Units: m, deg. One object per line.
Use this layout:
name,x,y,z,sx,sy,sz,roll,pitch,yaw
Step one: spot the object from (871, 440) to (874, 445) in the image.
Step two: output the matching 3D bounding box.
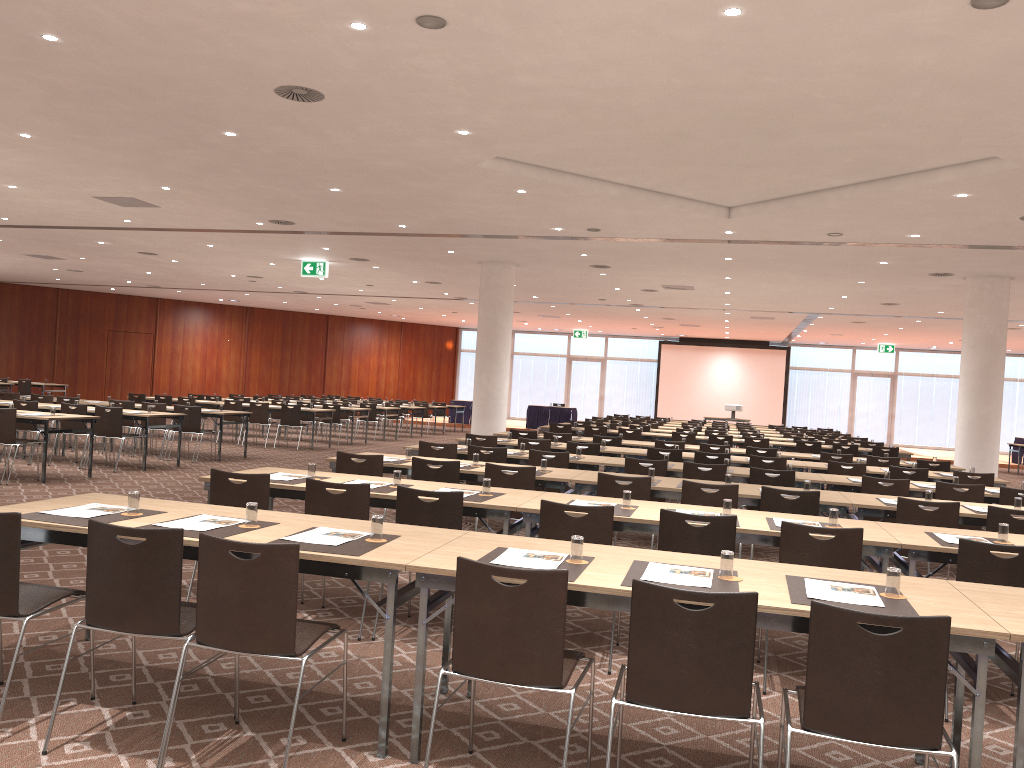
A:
object,7.383,1.197,18.167,0.054,0.114,0.054,3,0,-20

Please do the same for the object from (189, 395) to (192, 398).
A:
object,-7.106,0.304,19.609,0.054,0.114,0.054,3,1,-43

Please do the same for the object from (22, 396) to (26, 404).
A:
object,-7.761,0.253,14.110,0.054,0.114,0.054,3,0,-20

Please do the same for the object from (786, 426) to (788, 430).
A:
object,7.537,1.218,24.307,0.054,0.114,0.054,3,1,-43

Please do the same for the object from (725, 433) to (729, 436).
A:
object,4.097,0.992,16.907,0.054,0.114,0.054,3,0,-20

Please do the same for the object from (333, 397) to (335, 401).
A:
object,-5.070,0.440,25.289,0.054,0.114,0.054,3,0,-20

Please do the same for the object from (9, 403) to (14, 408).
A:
object,-6.654,0.317,11.787,0.054,0.114,0.054,4,0,25

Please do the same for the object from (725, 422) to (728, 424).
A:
object,5.969,1.122,24.686,0.054,0.114,0.054,3,1,-43

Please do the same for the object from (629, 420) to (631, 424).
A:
object,2.832,0.922,21.335,0.054,0.114,0.054,3,1,-43

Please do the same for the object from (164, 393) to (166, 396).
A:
object,-7.734,0.265,19.763,0.054,0.114,0.054,3,1,-43

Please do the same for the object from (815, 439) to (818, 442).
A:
object,5.668,1.088,16.529,0.054,0.114,0.054,3,1,-43

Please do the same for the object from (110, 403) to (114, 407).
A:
object,-6.196,0.349,13.738,0.054,0.114,0.054,4,0,2

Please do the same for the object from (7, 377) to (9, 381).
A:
object,-14.496,-0.142,25.515,0.054,0.114,0.054,3,0,-20

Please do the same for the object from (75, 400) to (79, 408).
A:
object,-6.820,0.311,13.885,0.054,0.114,0.054,4,0,2

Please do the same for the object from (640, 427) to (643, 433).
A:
object,2.519,0.895,17.280,0.054,0.114,0.054,3,1,-43

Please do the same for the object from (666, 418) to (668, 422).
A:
object,4.390,1.025,25.069,0.054,0.114,0.054,3,1,-43

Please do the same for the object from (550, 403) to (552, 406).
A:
object,1.376,0.722,31.301,0.054,0.114,0.054,4,0,25

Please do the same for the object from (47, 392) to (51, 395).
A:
object,-8.545,0.209,16.367,0.054,0.114,0.054,3,1,-43

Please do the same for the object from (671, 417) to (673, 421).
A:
object,4.867,1.058,27.012,0.054,0.114,0.054,3,1,-43

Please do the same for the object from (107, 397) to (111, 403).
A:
object,-7.299,0.285,16.065,0.054,0.114,0.054,3,1,-43

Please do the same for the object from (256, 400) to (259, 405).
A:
object,-5.528,0.401,19.240,0.054,0.114,0.054,3,0,-20

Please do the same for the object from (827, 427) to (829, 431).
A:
object,9.257,1.328,25.948,0.054,0.114,0.054,3,0,-20

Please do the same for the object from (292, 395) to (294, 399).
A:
object,-6.326,0.363,25.592,0.054,0.114,0.054,3,0,-20

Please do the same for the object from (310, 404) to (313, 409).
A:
object,-4.281,0.477,18.924,0.054,0.114,0.054,3,0,-20

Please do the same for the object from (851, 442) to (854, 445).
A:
object,6.286,1.126,16.375,0.054,0.114,0.054,3,1,-43

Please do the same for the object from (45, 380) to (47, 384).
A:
object,-13.247,-0.066,25.209,0.054,0.114,0.054,3,0,-20

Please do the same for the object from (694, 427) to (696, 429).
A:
object,3.924,0.985,19.010,0.054,0.114,0.054,3,0,-20

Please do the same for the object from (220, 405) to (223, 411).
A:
object,-5.085,0.421,15.520,0.054,0.114,0.054,4,0,2

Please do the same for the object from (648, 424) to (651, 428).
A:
object,2.979,0.927,19.238,0.054,0.114,0.054,3,0,-20

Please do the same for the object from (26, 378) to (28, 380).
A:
object,-13.881,-0.104,25.373,0.054,0.114,0.054,3,0,-20

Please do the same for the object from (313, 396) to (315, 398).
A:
object,-5.692,0.402,25.439,0.054,0.114,0.054,3,0,-20

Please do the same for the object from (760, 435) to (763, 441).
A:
object,4.718,1.030,16.753,0.054,0.114,0.054,3,0,-20

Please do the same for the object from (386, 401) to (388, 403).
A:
object,-3.500,0.537,24.904,0.054,0.114,0.054,4,0,2

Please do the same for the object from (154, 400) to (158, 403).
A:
object,-6.356,0.343,15.833,0.054,0.114,0.054,4,0,2

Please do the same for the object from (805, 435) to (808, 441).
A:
object,6.128,1.120,18.464,0.054,0.114,0.054,3,1,-43

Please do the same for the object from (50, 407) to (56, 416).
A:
object,-6.021,0.356,11.632,0.054,0.114,0.054,4,0,25

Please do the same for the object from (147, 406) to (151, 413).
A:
object,-5.552,0.389,13.575,0.054,0.114,0.054,4,0,2

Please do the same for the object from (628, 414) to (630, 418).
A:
object,3.595,0.980,27.310,0.054,0.114,0.054,3,0,-20

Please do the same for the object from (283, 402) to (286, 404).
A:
object,-4.897,0.439,19.085,0.054,0.114,0.054,3,0,-20

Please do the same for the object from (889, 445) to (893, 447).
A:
object,6.928,1.165,16.215,0.054,0.114,0.054,3,0,-20

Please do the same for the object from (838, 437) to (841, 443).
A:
object,6.769,1.160,18.321,0.054,0.114,0.054,3,1,-43

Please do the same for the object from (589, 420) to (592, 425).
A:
object,1.729,0.850,19.542,0.054,0.114,0.054,3,0,-20

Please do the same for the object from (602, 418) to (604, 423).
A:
object,2.194,0.883,21.476,0.054,0.114,0.054,3,0,-20

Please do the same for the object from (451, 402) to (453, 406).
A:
object,-1.929,0.641,28.650,0.054,0.114,0.054,4,0,2

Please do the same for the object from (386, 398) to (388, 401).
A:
object,-4.126,0.506,29.179,0.054,0.114,0.054,3,0,-20

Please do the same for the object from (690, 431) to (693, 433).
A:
object,3.459,0.952,17.050,0.054,0.114,0.054,3,0,-20

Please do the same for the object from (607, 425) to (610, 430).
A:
object,1.889,0.856,17.447,0.054,0.114,0.054,3,1,-43

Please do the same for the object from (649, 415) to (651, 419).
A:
object,4.225,1.019,27.166,0.054,0.114,0.054,3,1,-43

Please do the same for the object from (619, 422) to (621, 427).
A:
object,2.360,0.889,19.377,0.054,0.114,0.054,3,0,-20

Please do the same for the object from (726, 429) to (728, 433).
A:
object,4.564,1.024,18.845,0.054,0.114,0.054,3,0,-20

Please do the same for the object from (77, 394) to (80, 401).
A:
object,-7.922,0.247,16.205,0.054,0.114,0.054,3,1,-43

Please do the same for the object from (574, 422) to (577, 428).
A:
object,1.255,0.817,17.602,0.054,0.114,0.054,3,0,-20

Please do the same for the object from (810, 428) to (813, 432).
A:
object,8.159,1.256,24.156,0.054,0.114,0.054,3,1,-43

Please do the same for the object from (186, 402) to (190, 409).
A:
object,-5.729,0.382,15.679,0.054,0.114,0.054,4,0,2

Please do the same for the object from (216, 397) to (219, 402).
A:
object,-6.473,0.343,19.468,0.054,0.114,0.054,3,1,-43

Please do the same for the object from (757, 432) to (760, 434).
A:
object,5.189,1.063,18.698,0.054,0.114,0.054,3,0,-20

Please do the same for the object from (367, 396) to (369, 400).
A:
object,-4.769,0.467,29.327,0.054,0.114,0.054,3,0,-20
